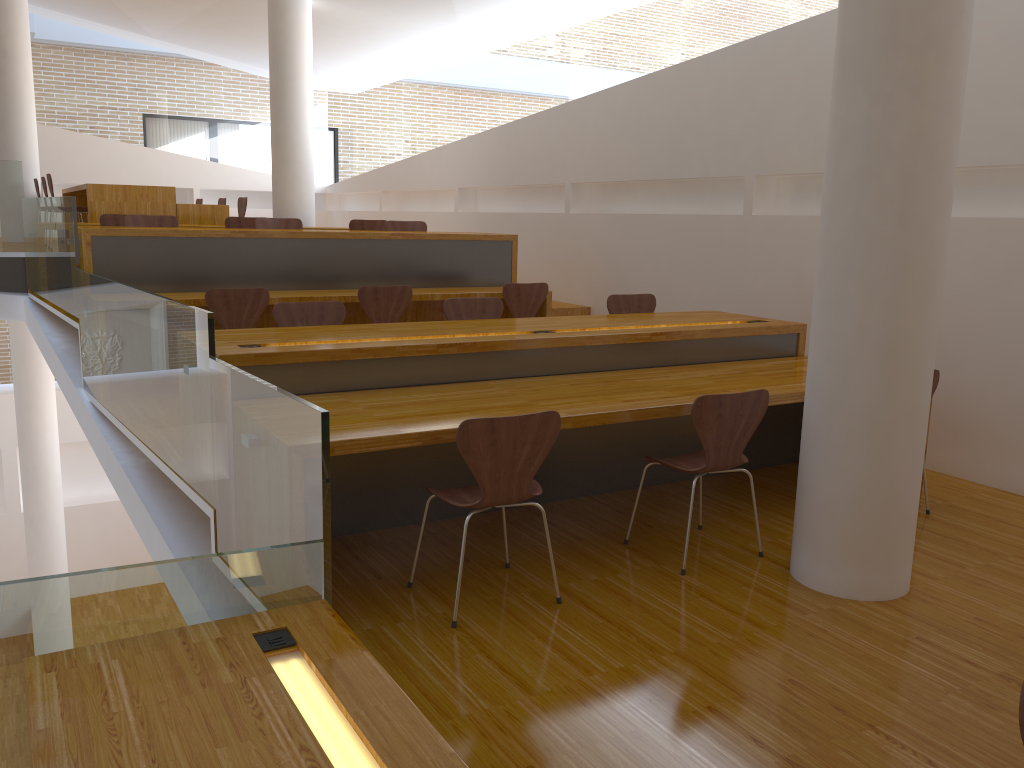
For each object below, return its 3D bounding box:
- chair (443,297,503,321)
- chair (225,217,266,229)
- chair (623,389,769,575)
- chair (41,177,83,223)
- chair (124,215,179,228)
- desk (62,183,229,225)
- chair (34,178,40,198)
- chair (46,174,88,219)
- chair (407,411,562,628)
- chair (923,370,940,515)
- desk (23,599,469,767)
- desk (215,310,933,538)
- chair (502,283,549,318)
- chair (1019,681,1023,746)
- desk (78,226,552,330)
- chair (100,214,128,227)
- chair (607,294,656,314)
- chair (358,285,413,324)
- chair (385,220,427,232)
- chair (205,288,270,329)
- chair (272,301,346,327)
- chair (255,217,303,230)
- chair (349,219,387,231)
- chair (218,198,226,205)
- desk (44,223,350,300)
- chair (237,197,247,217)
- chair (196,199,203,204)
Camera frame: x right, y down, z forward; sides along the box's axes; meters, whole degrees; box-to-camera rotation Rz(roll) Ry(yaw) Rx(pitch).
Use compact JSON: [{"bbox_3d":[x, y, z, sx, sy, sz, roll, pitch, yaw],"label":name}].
[{"bbox_3d":[-0.147,-0.131,5.055,0.428,0.693,0.381,-5,12,-30],"label":"chair"},{"bbox_3d":[-2.361,-1.124,7.827,0.428,0.693,0.381,-5,12,-30],"label":"chair"},{"bbox_3d":[0.747,0.341,3.566,0.428,0.693,0.381,-5,12,-30],"label":"chair"},{"bbox_3d":[-4.639,-1.781,9.188,0.381,0.693,0.428,-5,12,-30],"label":"chair"},{"bbox_3d":[-2.661,-0.913,6.648,0.428,0.693,0.381,-5,12,-30],"label":"chair"},{"bbox_3d":[-4.095,-1.744,9.710,1.247,0.762,3.194,-5,12,-30],"label":"desk"},{"bbox_3d":[-5.016,-1.893,9.747,0.381,0.693,0.428,-5,12,-30],"label":"chair"},{"bbox_3d":[-4.153,-1.617,8.363,0.381,0.693,0.428,-5,12,-30],"label":"chair"},{"bbox_3d":[-0.094,0.410,3.083,0.428,0.693,0.381,-5,12,-30],"label":"chair"},{"bbox_3d":[1.695,0.256,4.154,0.428,0.693,0.381,-5,12,-30],"label":"chair"},{"bbox_3d":[-0.075,1.209,1.057,0.760,0.606,3.185,-5,12,-30],"label":"desk"},{"bbox_3d":[0.284,0.162,4.227,3.243,0.785,1.527,-5,12,-30],"label":"desk"},{"bbox_3d":[0.014,-0.431,6.716,0.428,0.693,0.381,-5,12,-30],"label":"chair"},{"bbox_3d":[0.971,0.769,1.280,0.428,0.693,0.381,-5,12,-30],"label":"chair"},{"bbox_3d":[-1.395,-0.615,6.580,3.216,1.022,1.248,-5,12,-30],"label":"desk"},{"bbox_3d":[-3.201,-1.055,7.345,0.428,0.693,0.381,-5,12,-30],"label":"chair"},{"bbox_3d":[0.840,-0.204,5.579,0.428,0.693,0.381,-5,12,-30],"label":"chair"},{"bbox_3d":[-0.935,-0.345,6.128,0.428,0.693,0.381,-5,12,-30],"label":"chair"},{"bbox_3d":[-0.845,-1.053,7.647,0.428,0.693,0.381,-5,12,-30],"label":"chair"},{"bbox_3d":[-1.775,-0.277,5.646,0.428,0.693,0.381,-5,12,-30],"label":"chair"},{"bbox_3d":[-0.987,-0.063,4.573,0.428,0.693,0.381,-5,12,-30],"label":"chair"},{"bbox_3d":[-1.821,-0.982,7.130,0.428,0.693,0.381,-5,12,-30],"label":"chair"},{"bbox_3d":[-1.412,-1.209,8.415,0.428,0.693,0.381,-5,12,-30],"label":"chair"},{"bbox_3d":[-3.512,-1.806,10.263,0.381,0.693,0.428,-5,12,-30],"label":"chair"},{"bbox_3d":[-2.483,-1.157,8.223,3.356,0.606,0.760,-5,12,-30],"label":"desk"},{"bbox_3d":[-3.026,-1.642,9.439,0.381,0.693,0.428,-5,12,-30],"label":"chair"},{"bbox_3d":[-4.106,-1.993,11.194,0.381,0.693,0.428,-5,12,-30],"label":"chair"}]
